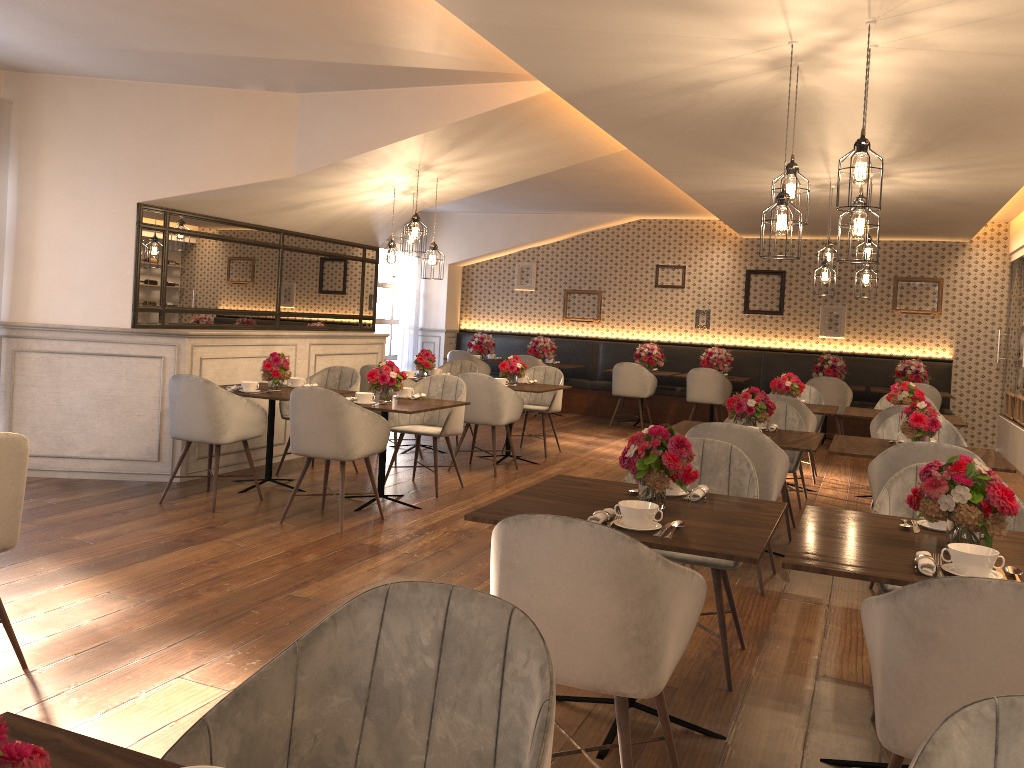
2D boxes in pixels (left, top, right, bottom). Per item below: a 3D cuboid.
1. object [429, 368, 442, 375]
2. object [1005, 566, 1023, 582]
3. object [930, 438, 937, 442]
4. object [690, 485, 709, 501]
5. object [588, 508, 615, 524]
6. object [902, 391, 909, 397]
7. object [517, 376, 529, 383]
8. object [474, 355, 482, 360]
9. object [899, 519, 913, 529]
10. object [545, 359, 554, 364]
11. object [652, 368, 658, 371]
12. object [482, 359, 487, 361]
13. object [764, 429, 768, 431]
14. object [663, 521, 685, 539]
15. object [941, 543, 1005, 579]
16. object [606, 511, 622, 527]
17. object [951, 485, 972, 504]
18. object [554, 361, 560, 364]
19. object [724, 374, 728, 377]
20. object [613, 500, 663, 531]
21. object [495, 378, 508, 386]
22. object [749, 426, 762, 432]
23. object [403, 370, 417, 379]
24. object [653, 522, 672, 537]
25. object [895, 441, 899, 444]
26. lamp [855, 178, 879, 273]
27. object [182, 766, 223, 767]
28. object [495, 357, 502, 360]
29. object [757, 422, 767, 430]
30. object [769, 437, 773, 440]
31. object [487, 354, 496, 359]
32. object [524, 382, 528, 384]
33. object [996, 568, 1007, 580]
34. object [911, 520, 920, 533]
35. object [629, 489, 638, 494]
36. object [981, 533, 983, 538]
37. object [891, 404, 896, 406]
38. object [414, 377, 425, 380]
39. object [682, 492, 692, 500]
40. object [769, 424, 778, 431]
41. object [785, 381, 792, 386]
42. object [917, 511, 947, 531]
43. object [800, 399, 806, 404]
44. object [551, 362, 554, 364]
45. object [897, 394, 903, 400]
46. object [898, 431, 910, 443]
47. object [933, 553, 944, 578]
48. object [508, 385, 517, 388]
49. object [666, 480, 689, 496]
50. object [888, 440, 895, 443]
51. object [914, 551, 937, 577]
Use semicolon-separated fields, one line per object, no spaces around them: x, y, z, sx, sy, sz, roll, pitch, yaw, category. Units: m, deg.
-0.781;-0.120;8.996;0.148;0.072;0.148;2;4;-10;object
1.347;0.516;2.353;0.043;0.015;0.197;4;4;18;object
2.513;0.351;5.294;0.056;0.039;0.176;4;4;22;object
0.689;0.401;3.260;0.056;0.039;0.176;4;4;22;object
0.281;0.415;2.769;0.056;0.039;0.176;4;4;22;object
3.219;0.080;7.272;0.048;0.052;0.076;3;3;2;object
0.092;-0.046;8.638;0.148;0.072;0.148;2;4;-10;object
-0.509;-0.378;12.696;0.148;0.072;0.149;2;4;-20;object
1.320;0.468;2.980;0.043;0.015;0.197;4;4;18;object
0.545;-0.337;12.922;0.148;0.072;0.149;2;4;-20;object
1.989;-0.197;12.330;0.056;0.039;0.176;4;4;22;object
-0.405;-0.342;12.674;0.043;0.015;0.197;5;5;26;object
1.629;0.283;5.646;0.025;0.024;0.193;4;4;22;object
0.498;0.443;2.701;0.043;0.015;0.197;4;4;18;object
1.237;0.479;2.378;0.148;0.072;0.149;1;4;-25;object
0.316;0.424;2.765;0.025;0.024;0.193;4;4;22;object
1.305;0.319;2.596;0.048;0.052;0.076;3;3;2;object
0.650;-0.311;12.879;0.056;0.039;0.176;4;4;22;object
2.886;-0.121;11.963;0.056;0.039;0.176;4;4;22;object
0.388;0.407;2.726;0.148;0.072;0.149;1;4;-25;object
-0.105;-0.014;8.061;0.148;0.072;0.148;2;4;-10;object
1.363;0.284;5.108;0.148;0.072;0.148;3;4;0;object
-0.978;-0.088;8.419;0.148;0.072;0.148;2;4;-10;object
0.468;0.446;2.721;0.022;0.004;0.211;5;5;22;object
2.325;0.354;5.342;0.022;0.004;0.211;5;5;22;object
2.942;-1.942;7.197;0.175;2.069;0.175;4;1;24;lamp
-0.362;0.494;0.990;0.148;0.072;0.149;1;4;-25;object
-0.207;-0.384;13.230;0.056;0.039;0.176;4;4;22;object
1.560;0.253;5.684;0.148;0.072;0.148;3;4;0;object
1.473;0.321;5.083;0.043;0.015;0.197;4;4;18;object
-0.311;-0.409;13.273;0.148;0.072;0.149;2;4;-20;object
0.161;-0.015;8.599;0.025;0.024;0.193;4;4;22;object
1.317;0.518;2.373;0.022;0.004;0.211;5;5;22;object
1.350;0.477;2.960;0.022;0.004;0.211;5;5;22;object
0.472;0.396;3.328;0.043;0.015;0.197;4;4;18;object
1.538;0.473;2.912;0.056;0.039;0.176;4;4;22;object
3.348;0.207;7.631;0.148;0.072;0.148;3;4;0;object
-0.875;-0.052;8.397;0.043;0.015;0.197;5;5;26;object
0.653;0.406;3.264;0.025;0.024;0.193;4;4;22;object
1.664;0.279;5.642;0.056;0.039;0.176;4;4;22;object
2.377;-0.002;7.651;0.045;0.052;0.077;2;3;-16;object
1.434;0.447;2.955;0.148;0.072;0.149;1;4;-25;object
2.604;0.161;7.936;0.056;0.039;0.176;4;4;22;object
0.614;-0.306;12.884;0.025;0.024;0.193;4;4;22;object
3.201;0.108;7.293;0.049;0.052;0.077;5;4;32;object
2.409;0.325;5.337;0.148;0.072;0.148;3;4;0;object
1.165;0.496;2.417;0.025;0.024;0.193;4;4;22;object
-0.002;0.022;8.039;0.043;0.015;0.197;5;5;26;object
0.585;0.375;3.302;0.148;0.072;0.149;1;4;-25;object
2.303;0.346;5.359;0.043;0.015;0.197;5;5;26;object
1.130;0.487;2.421;0.056;0.039;0.176;4;4;22;object
